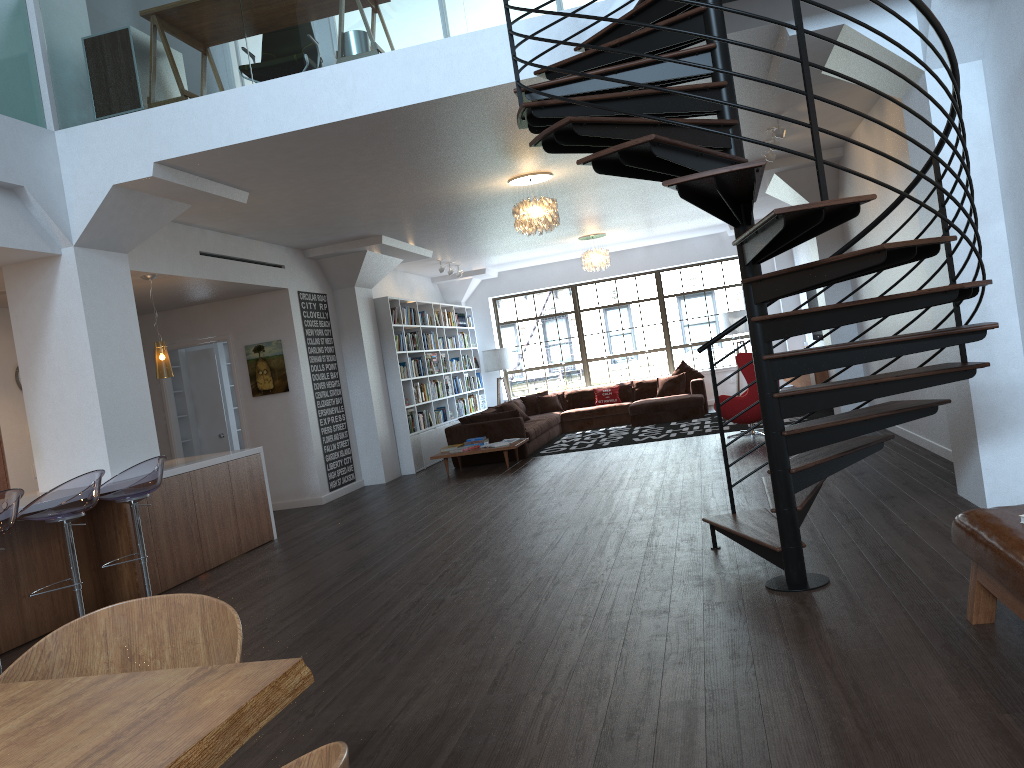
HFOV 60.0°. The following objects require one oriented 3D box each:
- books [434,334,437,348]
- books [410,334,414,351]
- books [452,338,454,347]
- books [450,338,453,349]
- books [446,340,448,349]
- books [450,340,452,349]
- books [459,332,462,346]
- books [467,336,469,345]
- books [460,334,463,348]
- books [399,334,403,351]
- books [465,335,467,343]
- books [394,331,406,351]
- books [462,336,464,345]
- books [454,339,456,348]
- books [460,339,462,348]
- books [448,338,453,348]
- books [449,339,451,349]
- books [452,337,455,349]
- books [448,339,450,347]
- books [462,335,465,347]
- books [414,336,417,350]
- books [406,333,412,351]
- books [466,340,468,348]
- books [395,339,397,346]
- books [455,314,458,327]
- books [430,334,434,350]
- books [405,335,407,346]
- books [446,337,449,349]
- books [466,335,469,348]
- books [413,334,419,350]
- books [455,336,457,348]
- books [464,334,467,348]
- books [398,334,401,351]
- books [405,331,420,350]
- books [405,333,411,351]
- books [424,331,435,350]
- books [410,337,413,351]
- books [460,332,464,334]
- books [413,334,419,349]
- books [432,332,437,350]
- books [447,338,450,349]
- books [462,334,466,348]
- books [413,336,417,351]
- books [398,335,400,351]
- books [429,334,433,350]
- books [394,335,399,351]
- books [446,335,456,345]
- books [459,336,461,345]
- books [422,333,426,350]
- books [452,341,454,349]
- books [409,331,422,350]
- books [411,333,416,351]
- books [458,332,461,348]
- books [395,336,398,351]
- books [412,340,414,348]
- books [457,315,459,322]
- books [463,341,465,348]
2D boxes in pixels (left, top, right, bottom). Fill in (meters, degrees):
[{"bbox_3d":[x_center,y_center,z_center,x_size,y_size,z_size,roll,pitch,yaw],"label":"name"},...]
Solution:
[{"bbox_3d":[-1.262,-0.650,13.883,0.159,0.250,0.026,-8,1,12],"label":"books"},{"bbox_3d":[-1.514,-0.584,12.757,0.171,0.246,0.039,-8,1,12],"label":"books"},{"bbox_3d":[-1.047,-0.669,14.896,0.128,0.178,0.022,-8,1,12],"label":"books"},{"bbox_3d":[-1.069,-0.664,14.826,0.128,0.178,0.022,-8,1,12],"label":"books"},{"bbox_3d":[-1.128,-0.659,14.513,0.127,0.200,0.020,-8,1,12],"label":"books"},{"bbox_3d":[-1.071,-0.656,14.750,0.120,0.167,0.020,-8,1,12],"label":"books"},{"bbox_3d":[-0.966,-0.748,15.340,0.176,0.290,0.053,-9,1,12],"label":"books"},{"bbox_3d":[-0.855,-0.741,15.822,0.161,0.223,0.026,-9,1,12],"label":"books"},{"bbox_3d":[-0.953,-0.732,15.382,0.183,0.253,0.034,-9,1,12],"label":"books"},{"bbox_3d":[-1.606,-0.557,12.251,0.174,0.242,0.105,-8,1,12],"label":"books"},{"bbox_3d":[-0.886,-0.747,15.695,0.160,0.250,0.026,-9,1,12],"label":"books"},{"bbox_3d":[-1.586,-0.586,12.324,0.176,0.290,0.053,-8,1,12],"label":"books"},{"bbox_3d":[-0.936,-0.732,15.459,0.171,0.246,0.057,-9,1,12],"label":"books"},{"bbox_3d":[-1.031,-0.680,14.989,0.139,0.191,0.036,-8,1,12],"label":"books"},{"bbox_3d":[-0.960,-0.714,15.300,0.161,0.223,0.026,-9,1,12],"label":"books"},{"bbox_3d":[-1.065,-0.668,14.851,0.134,0.184,0.030,-8,1,12],"label":"books"},{"bbox_3d":[-1.076,-0.654,14.699,0.107,0.167,0.017,-8,1,12],"label":"books"},{"bbox_3d":[-1.042,-0.680,14.950,0.136,0.196,0.045,-8,1,12],"label":"books"},{"bbox_3d":[-1.095,-0.653,14.652,0.126,0.173,0.032,-8,1,12],"label":"books"},{"bbox_3d":[-0.925,-0.733,15.536,0.174,0.240,0.045,-9,1,12],"label":"books"},{"bbox_3d":[-1.481,-0.581,12.896,0.161,0.223,0.033,-8,1,12],"label":"books"},{"bbox_3d":[-1.536,-0.586,12.681,0.180,0.259,0.042,-8,1,12],"label":"books"},{"bbox_3d":[-0.879,-0.735,15.721,0.161,0.223,0.027,-9,1,12],"label":"books"},{"bbox_3d":[-1.645,-0.516,12.033,0.161,0.182,0.170,-8,1,12],"label":"books"},{"bbox_3d":[-1.026,-1.080,15.279,0.161,0.223,0.032,-8,1,12],"label":"books"},{"bbox_3d":[-1.309,-0.633,13.678,0.174,0.239,0.045,-8,1,12],"label":"books"},{"bbox_3d":[-1.566,-0.565,12.507,0.174,0.236,0.142,-8,1,13],"label":"books"},{"bbox_3d":[-1.121,-0.662,14.538,0.146,0.202,0.027,-8,1,12],"label":"books"},{"bbox_3d":[-0.874,-0.746,15.789,0.174,0.240,0.045,-9,1,12],"label":"books"},{"bbox_3d":[-1.469,-0.592,12.937,0.174,0.240,0.054,-8,1,12],"label":"books"},{"bbox_3d":[-1.023,-0.701,15.077,0.158,0.226,0.052,-8,1,12],"label":"books"},{"bbox_3d":[-0.899,-0.749,15.654,0.180,0.259,0.060,-9,1,12],"label":"books"},{"bbox_3d":[-1.621,-0.553,12.214,0.172,0.239,0.093,-8,1,12],"label":"books"},{"bbox_3d":[-1.467,-0.617,13.053,0.198,0.284,0.049,-8,1,12],"label":"books"},{"bbox_3d":[-1.548,-0.579,12.595,0.183,0.253,0.042,-8,1,12],"label":"books"},{"bbox_3d":[-1.303,-0.661,13.753,0.176,0.290,0.053,-8,1,12],"label":"books"},{"bbox_3d":[-1.525,-0.584,12.719,0.160,0.251,0.039,-8,1,12],"label":"books"},{"bbox_3d":[-0.912,-0.762,15.607,0.176,0.290,0.036,-9,1,12],"label":"books"},{"bbox_3d":[-1.464,-0.600,13.012,0.160,0.251,0.031,-8,1,12],"label":"books"},{"bbox_3d":[-1.294,-0.661,13.814,0.197,0.283,0.065,-8,1,12],"label":"books"},{"bbox_3d":[-1.111,-0.659,14.597,0.139,0.191,0.036,-8,1,12],"label":"books"},{"bbox_3d":[-0.908,-0.743,15.572,0.183,0.253,0.034,-9,1,12],"label":"books"},{"bbox_3d":[-1.479,-0.580,12.863,0.161,0.223,0.032,-8,1,12],"label":"books"},{"bbox_3d":[-1.619,-0.550,12.169,0.172,0.235,0.112,-8,1,12],"label":"books"},{"bbox_3d":[-1.323,-0.633,13.628,0.170,0.245,0.057,-8,1,12],"label":"books"},{"bbox_3d":[-1.628,-0.546,12.138,0.152,0.232,0.104,-8,1,12],"label":"books"},{"bbox_3d":[-1.030,-0.701,15.029,0.140,0.231,0.042,-8,1,12],"label":"books"},{"bbox_3d":[-0.970,-0.725,15.276,0.160,0.250,0.026,-9,1,12],"label":"books"},{"bbox_3d":[-1.390,-0.619,13.263,0.182,0.253,0.034,-8,1,12],"label":"books"},{"bbox_3d":[-1.053,-0.667,14.875,0.128,0.178,0.021,-8,1,12],"label":"books"},{"bbox_3d":[-1.440,-0.626,13.100,0.176,0.291,0.053,-8,1,12],"label":"books"},{"bbox_3d":[-1.503,-0.591,12.830,0.183,0.253,0.042,-8,1,12],"label":"books"},{"bbox_3d":[-0.996,-0.738,15.234,0.198,0.284,0.066,-9,1,12],"label":"books"},{"bbox_3d":[-1.636,-0.537,12.110,0.161,0.218,0.101,-8,1,12],"label":"books"},{"bbox_3d":[-1.506,-0.575,12.793,0.161,0.223,0.033,-8,1,12],"label":"books"},{"bbox_3d":[-1.007,-1.085,15.377,0.161,0.223,0.033,-8,1,12],"label":"books"},{"bbox_3d":[-0.924,-0.724,15.500,0.161,0.223,0.027,-9,1,12],"label":"books"}]
